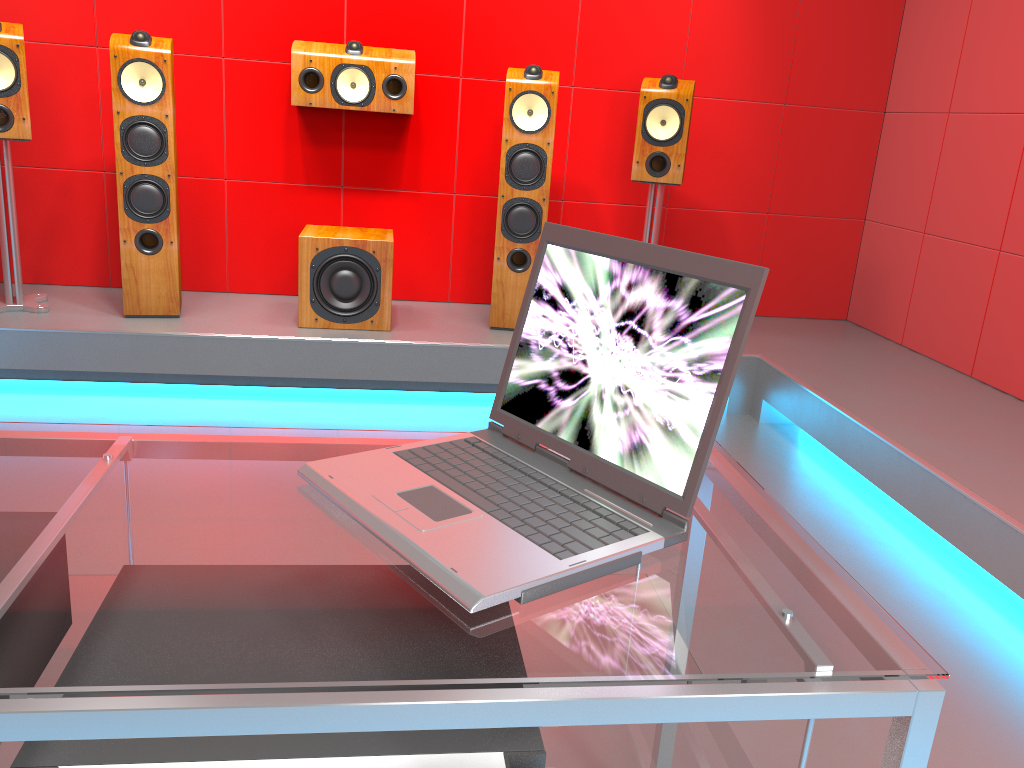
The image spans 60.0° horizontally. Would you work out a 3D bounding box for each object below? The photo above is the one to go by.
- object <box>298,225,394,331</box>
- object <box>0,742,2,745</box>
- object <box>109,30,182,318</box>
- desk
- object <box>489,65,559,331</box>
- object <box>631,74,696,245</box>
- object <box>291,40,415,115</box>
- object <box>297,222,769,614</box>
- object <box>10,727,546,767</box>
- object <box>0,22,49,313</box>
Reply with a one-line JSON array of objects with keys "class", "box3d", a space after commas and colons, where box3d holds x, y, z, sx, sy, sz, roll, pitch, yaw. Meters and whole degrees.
[{"class": "object", "box3d": [-0.671, -0.436, 3.612, 0.360, 0.360, 0.360, 2, 17, -9]}, {"class": "object", "box3d": [-0.692, 0.269, 0.803, 0.431, 0.158, 0.371, 2, 17, -9]}, {"class": "object", "box3d": [-1.396, -0.791, 3.401, 0.203, 1.052, 0.238, -1, 18, -18]}, {"class": "desk", "box3d": [-0.497, 0.461, 0.960, 1.617, 0.690, 0.594, 2, 17, -9]}, {"class": "object", "box3d": [0.049, -0.752, 3.644, 0.203, 1.052, 0.238, 5, 17, 1]}, {"class": "object", "box3d": [0.595, -0.732, 3.704, 0.231, 1.058, 0.265, 8, 17, 10]}, {"class": "object", "box3d": [-0.657, -1.282, 3.694, 0.493, 0.271, 0.235, 2, 17, -9]}, {"class": "object", "box3d": [0.006, -0.003, 0.932, 0.340, 0.285, 0.342, -9, 21, -37]}, {"class": "object", "box3d": [-0.209, 0.314, 0.890, 0.435, 0.092, 0.365, 2, 17, -9]}, {"class": "object", "box3d": [-1.906, -0.809, 3.322, 0.231, 1.058, 0.265, -5, 19, -28]}]
